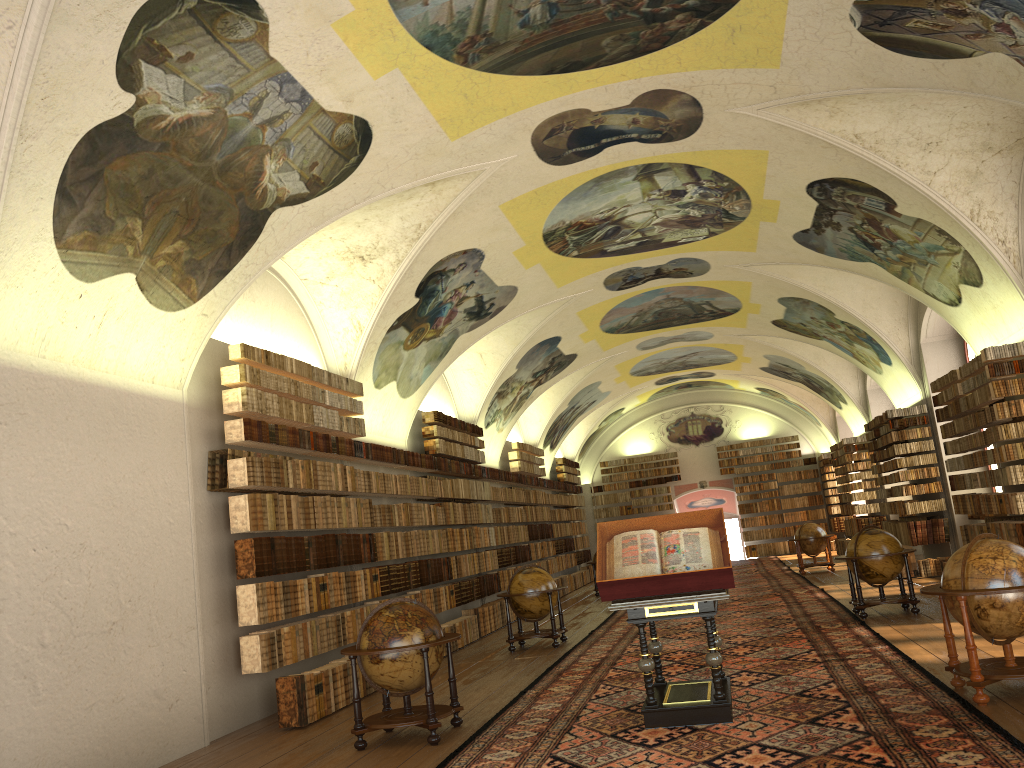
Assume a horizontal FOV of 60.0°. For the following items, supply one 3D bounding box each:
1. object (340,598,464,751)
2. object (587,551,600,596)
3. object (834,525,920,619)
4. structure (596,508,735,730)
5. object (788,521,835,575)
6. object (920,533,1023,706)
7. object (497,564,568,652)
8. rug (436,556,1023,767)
[{"bbox_3d":[-1.146,3.003,9.392,1.278,1.444,1.283,-3,-10,-25],"label":"object"},{"bbox_3d":[2.890,5.527,26.433,1.279,1.444,1.283,0,-11,-35],"label":"object"},{"bbox_3d":[6.035,3.059,14.638,1.278,1.444,1.283,-3,-10,-25],"label":"object"},{"bbox_3d":[1.656,2.322,8.985,1.246,1.975,1.896,-9,-10,12],"label":"structure"},{"bbox_3d":[8.539,4.622,25.194,1.279,1.444,1.283,0,-11,-35],"label":"object"},{"bbox_3d":[4.498,2.101,8.166,1.279,1.444,1.282,1,-12,-40],"label":"object"},{"bbox_3d":[0.389,3.961,15.865,1.279,1.444,1.282,1,-12,-40],"label":"object"},{"bbox_3d":[4.201,4.645,18.448,4.707,0.064,36.998,-9,-10,12],"label":"rug"}]
